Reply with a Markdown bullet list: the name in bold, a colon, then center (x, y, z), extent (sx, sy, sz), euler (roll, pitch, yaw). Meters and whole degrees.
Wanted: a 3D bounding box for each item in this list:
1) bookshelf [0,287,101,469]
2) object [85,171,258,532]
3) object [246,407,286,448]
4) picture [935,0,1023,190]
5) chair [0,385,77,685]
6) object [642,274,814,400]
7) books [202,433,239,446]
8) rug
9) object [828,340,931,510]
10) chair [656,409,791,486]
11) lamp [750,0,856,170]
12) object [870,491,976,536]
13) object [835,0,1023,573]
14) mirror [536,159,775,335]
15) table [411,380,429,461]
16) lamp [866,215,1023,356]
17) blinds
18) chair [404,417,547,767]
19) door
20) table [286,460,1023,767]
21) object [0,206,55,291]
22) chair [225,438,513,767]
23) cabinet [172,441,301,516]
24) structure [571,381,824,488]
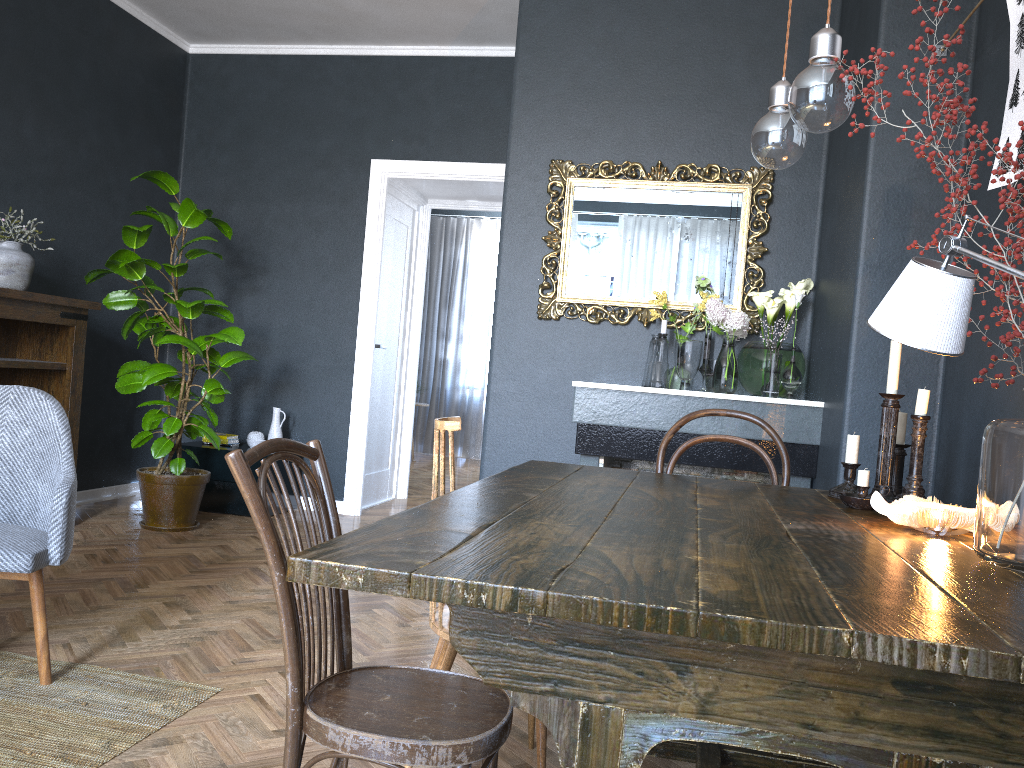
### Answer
- **bookshelf**: center (-2.585, 0.135, 3.702), extent (0.451, 1.172, 1.918), euler (5, 1, 12)
- **object**: center (-1.879, -0.170, 4.846), extent (1.118, 1.899, 0.763), euler (5, 1, 6)
- **object**: center (-1.573, 0.272, 5.555), extent (0.229, 0.268, 0.228), euler (4, 1, -45)
- **picture**: center (0.922, -0.757, 0.746), extent (0.058, 0.771, 4.457), euler (5, 0, 12)
- **chair**: center (-1.544, 0.409, 2.480), extent (0.645, 0.811, 0.494), euler (5, 1, -10)
- **object**: center (0.939, -0.230, 3.906), extent (0.727, 0.547, 0.474), euler (5, 1, 15)
- **books**: center (-1.847, 0.350, 5.612), extent (0.214, 0.066, 0.162), euler (5, 0, 7)
- **rug**: center (-1.516, 0.824, 1.663), extent (1.003, 0.013, 2.011), euler (5, 0, 12)
- **object**: center (0.920, 0.091, 2.182), extent (0.223, 0.419, 0.368), euler (5, 1, 13)
- **chair**: center (0.589, 0.535, 2.554), extent (0.437, 0.921, 0.549), euler (5, 1, 14)
- **lamp**: center (0.031, -1.270, 1.991), extent (1.589, 1.575, 0.583), euler (6, 1, 43)
- **object**: center (0.833, 0.258, 1.727), extent (0.252, 0.072, 0.254), euler (5, 0, 18)
- **object**: center (0.876, -0.167, 1.406), extent (0.639, 0.931, 0.556), euler (5, 1, -18)
- **mirror**: center (0.661, -0.655, 4.174), extent (1.056, 0.784, 0.067), euler (5, 1, 12)
- **table**: center (-1.172, 0.327, 9.644), extent (0.594, 0.960, 0.731), euler (5, 1, 26)
- **lamp**: center (0.607, 0.347, 0.789), extent (0.242, 1.070, 0.799), euler (4, 1, -34)
- **blinds**: center (0.732, -0.438, 10.068), extent (3.991, 2.790, 0.312), euler (5, 1, 12)
- **chair**: center (-0.043, 0.521, 2.146), extent (0.384, 0.857, 0.456), euler (5, 1, -3)
- **door**: center (-0.890, -0.247, 6.179), extent (0.162, 2.187, 0.857), euler (5, 1, 12)
- **table**: center (0.411, 0.622, 1.732), extent (1.126, 0.728, 1.604), euler (5, 0, 12)
- **object**: center (-2.405, -0.647, 4.205), extent (0.385, 0.412, 0.275), euler (5, 1, -10)
- **chair**: center (-0.230, 0.522, 1.517), extent (0.467, 0.820, 0.363), euler (5, 1, 11)
- **cabinet**: center (-1.735, 0.588, 5.556), extent (0.650, 0.390, 0.456), euler (5, 1, 12)
- **structure**: center (0.732, 0.520, 3.788), extent (1.065, 0.981, 0.834), euler (5, 1, 12)
